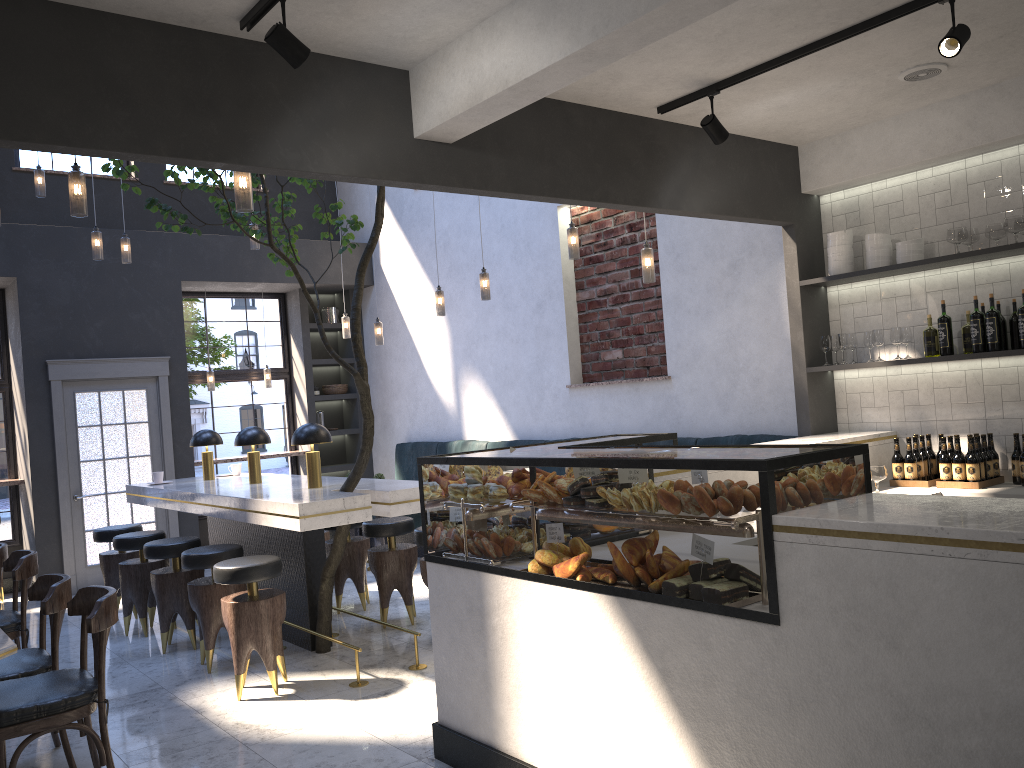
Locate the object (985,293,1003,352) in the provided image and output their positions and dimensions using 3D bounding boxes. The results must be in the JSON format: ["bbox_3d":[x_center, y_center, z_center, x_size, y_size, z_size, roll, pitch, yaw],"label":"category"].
[{"bbox_3d":[2.630,-0.335,4.846,0.072,0.319,0.072,-5,-1,36],"label":"object"}]

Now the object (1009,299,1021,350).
[{"bbox_3d":[2.750,-0.325,4.839,0.065,0.280,0.065,-4,-1,6],"label":"object"}]

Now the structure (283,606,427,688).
[{"bbox_3d":[-1.741,1.664,6.402,0.496,0.210,3.500,-4,-1,-38],"label":"structure"}]

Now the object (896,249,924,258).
[{"bbox_3d":[2.351,-0.759,5.232,0.153,0.074,0.154,-4,-1,-35],"label":"object"}]

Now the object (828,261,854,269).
[{"bbox_3d":[2.050,-0.731,5.521,0.153,0.074,0.154,-4,-1,-35],"label":"object"}]

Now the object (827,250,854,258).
[{"bbox_3d":[2.045,-0.793,5.519,0.153,0.075,0.154,-5,-1,20],"label":"object"}]

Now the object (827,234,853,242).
[{"bbox_3d":[2.042,-0.888,5.517,0.153,0.067,0.153,-4,-1,8],"label":"object"}]

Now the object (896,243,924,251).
[{"bbox_3d":[2.350,-0.789,5.232,0.153,0.062,0.153,-4,-1,-8],"label":"object"}]

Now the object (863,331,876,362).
[{"bbox_3d":[2.209,-0.230,5.473,0.070,0.188,0.070,-5,-1,44],"label":"object"}]

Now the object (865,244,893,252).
[{"bbox_3d":[2.228,-0.810,5.384,0.153,0.075,0.154,-5,-1,20],"label":"object"}]

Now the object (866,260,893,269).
[{"bbox_3d":[2.233,-0.712,5.386,0.153,0.055,0.153,-5,-1,14],"label":"object"}]

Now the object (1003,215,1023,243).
[{"bbox_3d":[2.654,-0.806,4.675,0.114,0.147,0.114,-4,-1,-33],"label":"object"}]

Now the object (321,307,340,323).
[{"bbox_3d":[-2.202,-0.823,10.774,0.214,0.215,0.213,-4,-1,-28],"label":"object"}]

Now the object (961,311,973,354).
[{"bbox_3d":[2.594,-0.293,5.025,0.082,0.246,0.082,-4,-1,-10],"label":"object"}]

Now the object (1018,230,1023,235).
[{"bbox_3d":[2.758,-0.813,4.755,0.114,0.147,0.114,-4,-1,-33],"label":"object"}]

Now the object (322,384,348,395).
[{"bbox_3d":[-2.142,0.070,10.742,0.304,0.123,0.305,-4,-1,-17],"label":"object"}]

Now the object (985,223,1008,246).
[{"bbox_3d":[2.666,-0.803,4.874,0.114,0.147,0.114,-4,-1,-33],"label":"object"}]

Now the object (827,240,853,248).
[{"bbox_3d":[2.042,-0.858,5.516,0.154,0.076,0.153,-4,-1,-16],"label":"object"}]

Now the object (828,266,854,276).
[{"bbox_3d":[2.049,-0.695,5.521,0.153,0.055,0.153,-5,-1,14],"label":"object"}]

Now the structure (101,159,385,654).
[{"bbox_3d":[-1.343,-1.273,5.675,3.744,5.988,2.806,-4,-1,6],"label":"structure"}]

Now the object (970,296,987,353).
[{"bbox_3d":[2.579,-0.330,4.912,0.072,0.319,0.072,-5,-1,36],"label":"object"}]

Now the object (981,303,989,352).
[{"bbox_3d":[2.648,-0.315,4.971,0.065,0.280,0.065,-4,-1,6],"label":"object"}]

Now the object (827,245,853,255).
[{"bbox_3d":[2.042,-0.822,5.518,0.153,0.060,0.153,-5,-1,35],"label":"object"}]

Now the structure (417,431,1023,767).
[{"bbox_3d":[2.670,0.711,2.515,3.204,1.300,5.808,-4,-1,-38],"label":"structure"}]

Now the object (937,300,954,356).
[{"bbox_3d":[2.469,-0.319,5.055,0.072,0.319,0.072,-5,-1,36],"label":"object"}]

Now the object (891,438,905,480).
[{"bbox_3d":[2.240,0.451,5.146,0.069,0.279,0.070,-4,-1,14],"label":"object"}]

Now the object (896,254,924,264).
[{"bbox_3d":[2.351,-0.723,5.233,0.153,0.055,0.153,-5,-1,14],"label":"object"}]

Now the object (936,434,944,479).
[{"bbox_3d":[2.510,0.431,5.165,0.069,0.279,0.070,-4,-1,-16],"label":"object"}]

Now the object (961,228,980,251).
[{"bbox_3d":[2.574,-0.794,4.994,0.114,0.147,0.114,-4,-1,-33],"label":"object"}]

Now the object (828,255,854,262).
[{"bbox_3d":[2.049,-0.761,5.521,0.153,0.062,0.153,-4,-1,-8],"label":"object"}]

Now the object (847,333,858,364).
[{"bbox_3d":[2.137,-0.223,5.566,0.070,0.188,0.070,-5,-1,44],"label":"object"}]

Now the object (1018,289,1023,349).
[{"bbox_3d":[2.733,-0.345,4.713,0.072,0.319,0.072,-5,-1,36],"label":"object"}]

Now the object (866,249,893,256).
[{"bbox_3d":[2.232,-0.777,5.386,0.153,0.062,0.153,-4,-1,-8],"label":"object"}]

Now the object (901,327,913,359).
[{"bbox_3d":[2.353,-0.245,5.286,0.070,0.188,0.070,-4,-1,-24],"label":"object"}]

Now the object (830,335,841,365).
[{"bbox_3d":[2.065,-0.216,5.660,0.070,0.188,0.070,-5,-1,44],"label":"object"}]

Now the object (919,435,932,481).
[{"bbox_3d":[2.404,0.439,5.178,0.070,0.279,0.069,-4,-1,-31],"label":"object"}]

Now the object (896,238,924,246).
[{"bbox_3d":[2.346,-0.821,5.230,0.153,0.075,0.154,-5,-1,20],"label":"object"}]

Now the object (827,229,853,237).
[{"bbox_3d":[2.038,-0.920,5.514,0.153,0.070,0.153,-4,-1,9],"label":"object"}]

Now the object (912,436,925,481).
[{"bbox_3d":[2.344,0.443,5.133,0.069,0.279,0.070,-4,-1,14],"label":"object"}]

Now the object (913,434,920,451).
[{"bbox_3d":[2.418,0.440,5.282,0.070,0.279,0.069,-4,-1,-6],"label":"object"}]

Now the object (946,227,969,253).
[{"bbox_3d":[2.470,-0.788,4.913,0.114,0.147,0.114,-4,-1,-33],"label":"object"}]

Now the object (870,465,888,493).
[{"bbox_3d":[1.997,0.523,4.859,0.114,0.147,0.114,-4,-1,-33],"label":"object"}]

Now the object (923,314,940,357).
[{"bbox_3d":[2.720,-0.332,4.711,0.082,0.294,1.101,-4,-1,-37],"label":"object"}]

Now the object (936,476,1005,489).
[{"bbox_3d":[2.551,0.545,4.935,0.307,0.038,0.231,-4,-1,-38],"label":"object"}]

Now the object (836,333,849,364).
[{"bbox_3d":[2.050,-0.218,5.499,0.070,0.188,0.070,-5,-1,44],"label":"object"}]

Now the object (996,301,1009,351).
[{"bbox_3d":[2.699,-0.320,4.905,0.065,0.280,0.065,-4,-1,6],"label":"object"}]

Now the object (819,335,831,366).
[{"bbox_3d":[1.978,-0.211,5.592,0.070,0.188,0.070,-5,-1,44],"label":"object"}]

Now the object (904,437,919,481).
[{"bbox_3d":[2.286,0.446,5.087,0.069,0.279,0.070,-5,-1,29],"label":"object"}]

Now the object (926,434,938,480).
[{"bbox_3d":[2.464,0.436,5.224,0.069,0.279,0.070,-5,-1,29],"label":"object"}]

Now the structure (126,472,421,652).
[{"bbox_3d":[-1.773,1.245,6.406,0.990,1.050,3.491,-4,-1,-38],"label":"structure"}]

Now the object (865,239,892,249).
[{"bbox_3d":[2.225,-0.839,5.383,0.153,0.060,0.153,-5,-1,35],"label":"object"}]

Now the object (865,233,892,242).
[{"bbox_3d":[2.225,-0.874,5.381,0.154,0.076,0.153,-4,-1,-16],"label":"object"}]

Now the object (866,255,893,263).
[{"bbox_3d":[2.233,-0.747,5.386,0.153,0.074,0.154,-4,-1,-35],"label":"object"}]

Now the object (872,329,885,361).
[{"bbox_3d":[2.194,-0.232,5.312,0.070,0.188,0.070,-5,-1,44],"label":"object"}]

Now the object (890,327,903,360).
[{"bbox_3d":[2.266,-0.239,5.219,0.070,0.188,0.070,-4,-1,-24],"label":"object"}]

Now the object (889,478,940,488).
[{"bbox_3d":[2.383,0.562,5.153,0.307,0.038,0.231,-4,-1,-38],"label":"object"}]
